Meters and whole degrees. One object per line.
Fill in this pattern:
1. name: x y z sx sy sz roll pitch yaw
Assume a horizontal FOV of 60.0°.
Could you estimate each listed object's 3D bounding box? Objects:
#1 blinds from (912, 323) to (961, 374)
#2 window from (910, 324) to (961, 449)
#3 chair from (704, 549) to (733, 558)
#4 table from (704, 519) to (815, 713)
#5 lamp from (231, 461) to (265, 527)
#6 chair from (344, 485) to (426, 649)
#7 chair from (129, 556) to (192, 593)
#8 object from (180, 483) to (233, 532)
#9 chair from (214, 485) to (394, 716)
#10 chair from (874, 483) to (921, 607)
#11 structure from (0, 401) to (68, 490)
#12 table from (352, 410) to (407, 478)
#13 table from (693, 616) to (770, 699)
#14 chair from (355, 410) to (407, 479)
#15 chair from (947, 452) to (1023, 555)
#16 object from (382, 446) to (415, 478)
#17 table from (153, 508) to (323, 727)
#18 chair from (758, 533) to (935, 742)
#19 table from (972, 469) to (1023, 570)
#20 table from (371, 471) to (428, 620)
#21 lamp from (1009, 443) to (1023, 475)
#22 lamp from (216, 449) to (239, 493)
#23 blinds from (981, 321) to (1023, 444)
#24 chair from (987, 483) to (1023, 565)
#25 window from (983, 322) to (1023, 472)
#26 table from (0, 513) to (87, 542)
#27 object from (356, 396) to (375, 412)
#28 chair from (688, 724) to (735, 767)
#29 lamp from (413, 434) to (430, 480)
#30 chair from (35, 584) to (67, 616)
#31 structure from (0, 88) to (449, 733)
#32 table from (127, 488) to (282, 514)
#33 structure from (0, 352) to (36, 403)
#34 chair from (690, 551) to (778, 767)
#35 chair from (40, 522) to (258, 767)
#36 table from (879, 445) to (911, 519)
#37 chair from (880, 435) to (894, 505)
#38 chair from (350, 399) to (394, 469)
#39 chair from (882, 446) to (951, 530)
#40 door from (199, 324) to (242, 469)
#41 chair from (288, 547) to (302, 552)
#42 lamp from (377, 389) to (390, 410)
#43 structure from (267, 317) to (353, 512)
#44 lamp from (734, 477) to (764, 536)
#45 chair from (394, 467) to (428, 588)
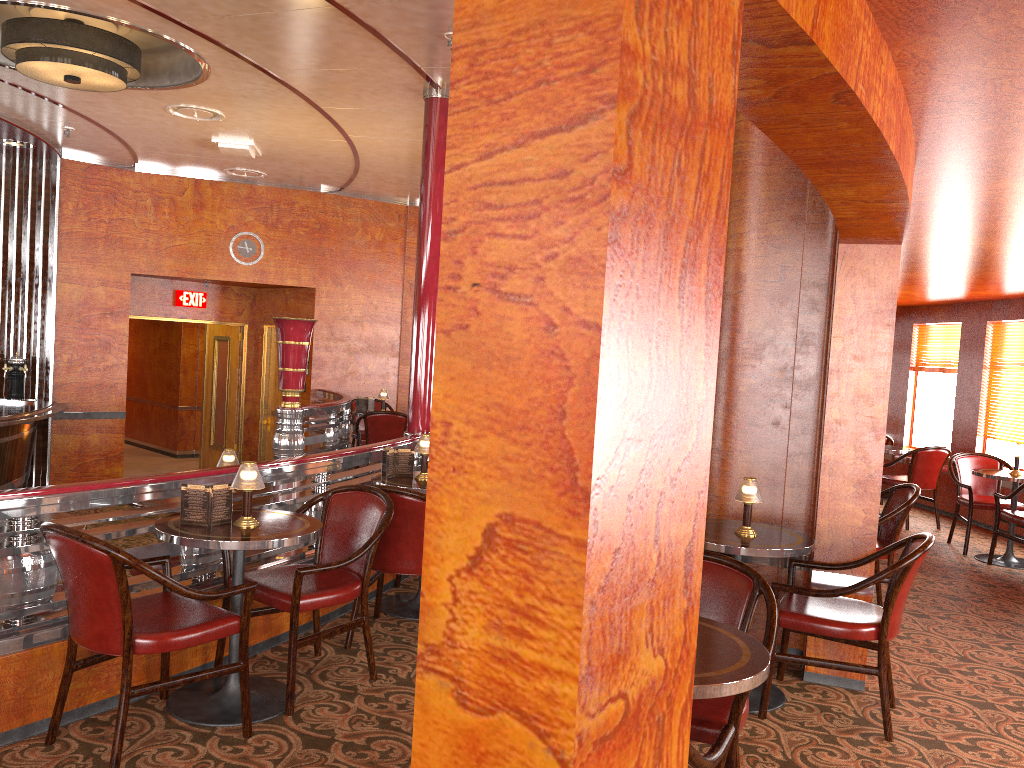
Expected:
1. blinds: 4.698 -0.390 9.758 0.057 0.539 0.803 3 3 -9
2. window: 4.715 0.052 9.788 0.040 1.421 0.819 3 3 -9
3. chair: 0.686 0.950 4.159 0.615 0.817 0.588 5 3 30
4. table: 0.997 1.025 3.984 0.640 0.721 0.639 2 3 -25
5. lamp: -1.042 0.431 3.496 0.130 0.250 0.130 2 3 -34
6. chair: -0.524 0.867 4.373 0.587 0.817 0.615 4 3 15
7. chair: -1.740 1.222 4.438 0.350 0.756 0.349 3 3 -4
8. object: -1.205 0.470 3.443 0.169 0.157 0.195 4 3 5
9. chair: -0.856 0.868 3.830 0.587 0.817 0.615 6 4 40
10. chair: 2.105 0.990 5.377 0.615 0.817 0.587 4 3 10
11. structure: -6.519 0.732 5.690 3.205 1.048 7.811 6 3 45
12. table: -1.391 0.666 9.415 0.640 0.721 0.639 3 3 -16
13. table: 0.339 1.046 2.398 0.639 0.721 0.639 4 3 6
14. chair: -1.275 0.648 8.827 0.588 0.817 0.615 3 3 -10
15. chair: 4.077 1.024 7.631 0.588 0.817 0.615 4 3 5
16. object: -0.672 0.443 4.986 0.195 0.157 0.169 4 3 15
17. table: -1.101 0.912 3.544 0.640 0.721 0.639 3 3 -3
18. chair: 1.443 1.011 3.804 0.615 0.817 0.587 5 3 25
19. table: 4.054 1.089 7.181 0.640 0.721 0.639 2 3 -27
20. table: -0.486 0.895 4.970 0.639 0.721 0.639 4 3 15
21. lamp: 4.080 0.604 7.159 0.130 0.250 0.130 6 4 36
22. lamp: -1.618 0.496 5.053 0.130 0.250 0.130 2 3 -34
23. blinds: 4.820 -0.017 8.530 0.050 1.174 0.803 3 3 -4
24. chair: 4.058 1.058 6.732 0.588 0.817 0.615 4 3 5
25. window: 4.858 0.109 8.540 0.040 1.421 0.819 3 3 -4
26. table: -2.368 1.100 3.924 0.849 0.961 0.849 1 4 -43
27. object: -1.526 0.218 9.408 0.195 0.157 0.169 6 3 40
28. chair: 0.164 0.998 2.093 0.587 0.817 0.615 5 3 30
29. lamp: -0.490 0.408 4.979 0.130 0.250 0.130 4 3 2
30. chair: -1.833 1.244 3.724 0.350 0.756 0.349 3 3 -4
31. structure: -1.244 -0.172 4.299 0.549 3.608 4.352 5 3 19
32. table: -1.756 1.095 5.029 0.849 0.961 0.849 5 3 24
33. structure: -4.973 -0.048 8.883 0.360 0.540 0.280 2 3 -25
34. chair: 0.520 0.991 2.851 0.587 0.817 0.615 5 3 25
35. chair: -1.320 0.866 3.137 0.587 0.817 0.615 5 3 35
36. table: 3.692 0.994 9.042 0.640 0.721 0.639 2 3 -34
37. chair: 3.999 0.923 10.104 0.587 0.817 0.615 4 3 12
38. chair: -1.581 0.583 10.013 0.588 0.817 0.615 2 3 -25
39. chair: 3.884 0.973 8.636 0.588 0.817 0.615 3 3 -20
40. door: -3.818 0.188 11.642 0.807 1.984 0.063 6 4 39
41. chair: -1.217 1.219 5.330 0.350 0.756 0.349 2 3 -29
42. lamp: -1.363 0.182 9.392 0.130 0.250 0.130 3 3 -16
43. structure: -1.916 0.398 8.983 0.624 2.026 3.166 3 2 -5
44. lamp: 1.051 0.543 3.947 0.130 0.250 0.130 4 3 2
45. chair: -0.348 0.832 5.556 0.587 0.817 0.615 4 3 15
